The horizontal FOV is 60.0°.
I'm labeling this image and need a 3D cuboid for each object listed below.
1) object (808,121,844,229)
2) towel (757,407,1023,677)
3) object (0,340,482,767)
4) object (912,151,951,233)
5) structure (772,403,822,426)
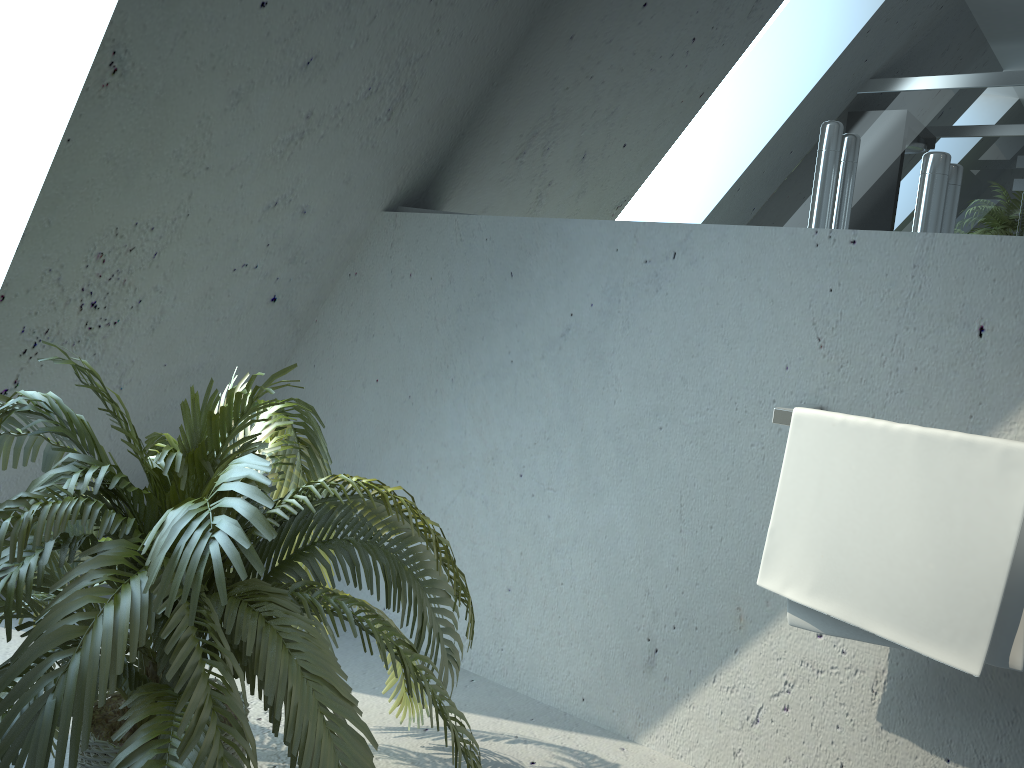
[{"bbox_3d":[0.662,-0.437,1.871,0.045,0.225,0.045,8,6,20],"label":"object"},{"bbox_3d":[0.677,0.283,1.581,0.455,0.429,0.063,10,7,36],"label":"towel"},{"bbox_3d":[-0.557,0.382,1.458,1.132,0.893,1.112,7,6,13],"label":"object"},{"bbox_3d":[0.828,-0.375,1.751,0.052,0.160,0.052,8,6,20],"label":"object"},{"bbox_3d":[0.750,0.091,1.634,0.480,0.030,0.206,10,7,36],"label":"structure"}]
